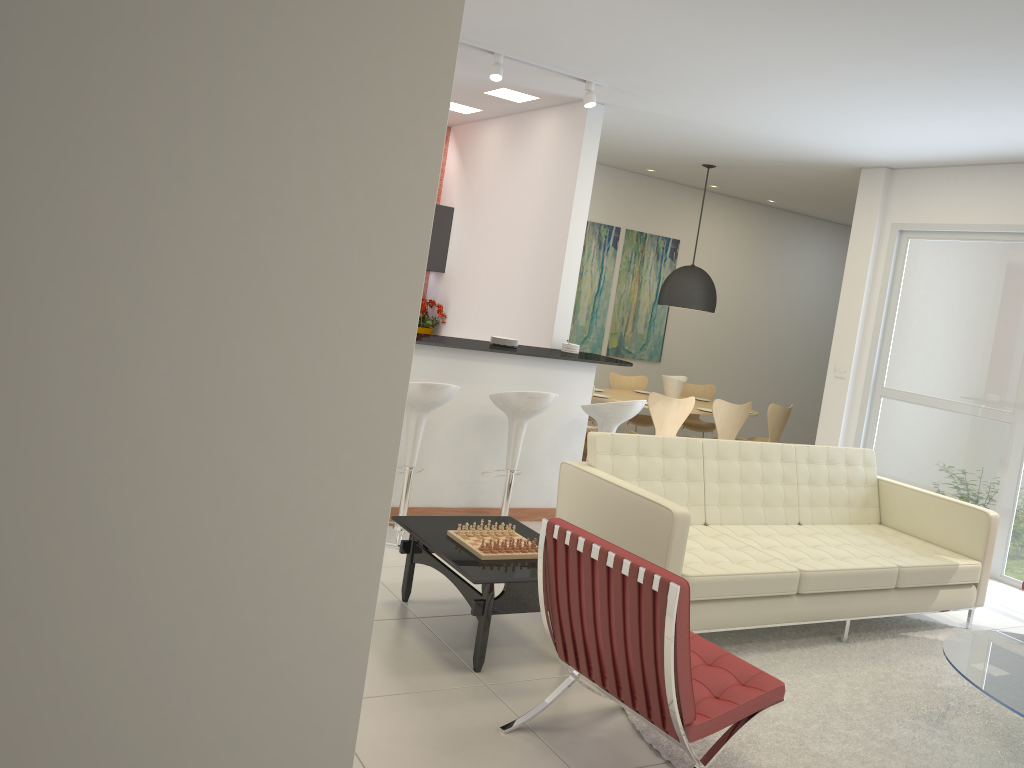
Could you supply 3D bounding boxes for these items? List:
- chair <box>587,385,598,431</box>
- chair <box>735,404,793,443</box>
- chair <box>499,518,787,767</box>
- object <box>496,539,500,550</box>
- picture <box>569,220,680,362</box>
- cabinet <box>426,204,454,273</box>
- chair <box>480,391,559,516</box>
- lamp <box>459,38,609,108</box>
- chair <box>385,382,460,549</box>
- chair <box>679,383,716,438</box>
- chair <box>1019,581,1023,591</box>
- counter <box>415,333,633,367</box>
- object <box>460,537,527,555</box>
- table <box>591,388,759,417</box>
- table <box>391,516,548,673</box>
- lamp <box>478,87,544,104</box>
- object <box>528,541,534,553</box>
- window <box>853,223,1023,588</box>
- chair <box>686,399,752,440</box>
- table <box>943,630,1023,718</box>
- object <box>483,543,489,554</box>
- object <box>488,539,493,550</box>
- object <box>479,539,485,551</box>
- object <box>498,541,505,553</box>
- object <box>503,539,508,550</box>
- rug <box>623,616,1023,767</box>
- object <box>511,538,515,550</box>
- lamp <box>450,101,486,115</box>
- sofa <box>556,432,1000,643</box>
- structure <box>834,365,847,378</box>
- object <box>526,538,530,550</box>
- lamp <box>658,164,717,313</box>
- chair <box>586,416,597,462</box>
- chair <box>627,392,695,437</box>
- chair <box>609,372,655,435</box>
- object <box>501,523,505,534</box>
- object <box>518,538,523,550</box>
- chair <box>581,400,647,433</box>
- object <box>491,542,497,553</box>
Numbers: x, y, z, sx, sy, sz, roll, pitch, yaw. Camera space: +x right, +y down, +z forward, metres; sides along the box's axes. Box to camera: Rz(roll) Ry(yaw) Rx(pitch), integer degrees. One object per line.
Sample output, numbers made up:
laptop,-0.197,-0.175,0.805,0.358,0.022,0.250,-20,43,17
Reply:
chair,0.632,0.394,8.442,0.524,0.904,0.514,12,5,43
chair,2.544,0.612,9.132,0.519,0.904,0.520,12,5,43
chair,0.497,0.970,3.196,0.704,0.814,0.704,6,5,-35
object,-0.064,0.734,4.058,0.030,0.049,0.030,7,4,-23
picture,1.178,-1.073,10.331,1.733,1.503,0.020,6,4,-30
cabinet,-2.091,-1.587,8.183,3.233,0.657,0.354,5,5,-30
chair,0.007,0.516,5.832,0.456,1.018,0.467,8,3,-20
lamp,-0.109,-2.139,5.942,1.817,0.199,0.113,5,5,-30
chair,-0.620,0.459,5.464,0.456,1.018,0.467,8,3,-20
chair,2.033,0.448,9.946,0.521,0.904,0.518,8,4,-6
chair,3.442,1.224,5.020,0.704,0.814,0.704,7,5,-25
counter,-0.418,-0.294,6.195,2.956,0.019,0.741,5,7,-30
object,-0.066,0.745,4.175,0.345,0.001,0.352,5,7,-30
table,1.584,0.541,9.254,2.255,0.727,1.288,5,6,-30
table,-0.113,0.968,4.219,0.699,0.421,0.923,6,6,-30
lamp,-0.001,-2.377,7.244,0.407,0.034,0.411,5,7,-30
object,0.093,0.752,4.104,0.030,0.052,0.030,7,4,-23
window,4.033,0.209,6.405,0.121,2.706,3.456,7,5,-31
chair,1.983,0.572,8.703,0.520,0.904,0.519,7,4,-31
table,2.415,1.449,3.369,1.317,0.403,1.548,5,7,-32
object,-0.114,0.737,3.983,0.030,0.044,0.030,7,4,-23
object,-0.099,0.731,4.038,0.030,0.049,0.030,7,4,-23
object,-0.133,0.728,4.017,0.030,0.049,0.030,7,4,-23
object,-0.044,0.738,4.023,0.030,0.055,0.030,7,4,-23
object,-0.030,0.737,4.078,0.030,0.049,0.030,7,4,-23
rug,1.999,1.514,4.074,3.318,0.004,2.460,5,7,-29
object,0.004,0.740,4.098,0.030,0.049,0.030,7,4,-23
lamp,-0.492,-2.543,8.103,0.407,0.034,0.411,5,7,-30
sofa,1.570,0.870,5.115,2.557,0.920,1.007,5,6,-30
structure,2.955,-0.113,7.971,0.013,0.104,0.115,7,5,-31
object,0.073,0.746,4.139,0.030,0.049,0.030,7,4,-23
lamp,1.918,-1.516,9.156,0.592,1.489,0.598,7,4,-28
chair,0.780,0.332,9.243,0.518,0.904,0.520,11,4,39
chair,1.355,0.512,8.365,0.520,0.904,0.519,7,4,-23
chair,1.302,0.367,9.656,0.520,0.904,0.519,7,4,-26
object,-0.045,0.705,4.345,0.030,0.052,0.030,6,4,-38
object,0.038,0.743,4.118,0.030,0.049,0.030,7,4,-23
chair,0.633,0.571,6.205,0.455,1.018,0.467,5,5,-44
object,-0.079,0.736,4.003,0.030,0.052,0.030,7,4,-23
